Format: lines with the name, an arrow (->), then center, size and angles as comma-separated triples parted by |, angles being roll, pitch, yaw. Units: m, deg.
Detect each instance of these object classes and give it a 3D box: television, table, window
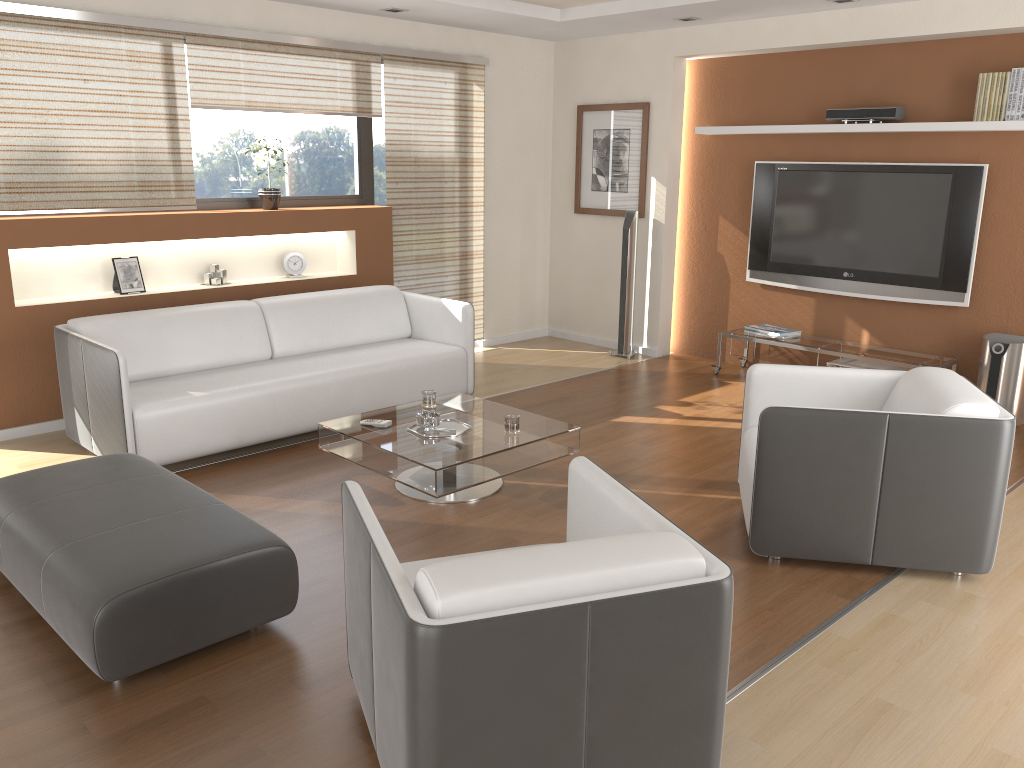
television -> 2.360, -1.056, 6.089 | 0.097, 0.900, 1.594 | -13, 20, -43
table -> -0.308, 0.343, 4.328 | 0.900, 0.300, 0.900 | -13, 20, -43
window -> -2.152, -1.655, 5.616 | 2.817, 0.986, 0.010 | -13, 20, -43
window -> -0.766, -1.415, 7.082 | 0.889, 2.162, 0.010 | -13, 20, -43

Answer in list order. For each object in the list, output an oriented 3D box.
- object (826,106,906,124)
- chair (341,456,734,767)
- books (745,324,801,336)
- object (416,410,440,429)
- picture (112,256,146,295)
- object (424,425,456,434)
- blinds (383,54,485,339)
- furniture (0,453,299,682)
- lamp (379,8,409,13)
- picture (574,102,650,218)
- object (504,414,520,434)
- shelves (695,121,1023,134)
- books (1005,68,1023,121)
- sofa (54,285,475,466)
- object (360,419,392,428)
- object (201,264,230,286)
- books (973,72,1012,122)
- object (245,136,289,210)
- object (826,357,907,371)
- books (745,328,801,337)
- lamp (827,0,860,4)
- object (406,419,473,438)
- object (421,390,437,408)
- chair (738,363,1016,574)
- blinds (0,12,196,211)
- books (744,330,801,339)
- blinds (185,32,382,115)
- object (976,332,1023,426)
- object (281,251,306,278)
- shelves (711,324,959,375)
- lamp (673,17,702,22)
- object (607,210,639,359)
object -> 2.333, -1.775, 5.869 | 0.182, 0.109, 0.470 | -13, 20, -43
chair -> 0.009, 0.622, 2.329 | 0.767, 0.661, 0.919 | -4, 15, -19
books -> 1.894, -0.398, 6.441 | 0.228, 0.017, 0.326 | -8, 17, -32
object -> -0.401, 0.168, 4.234 | 0.117, 0.079, 0.118 | -10, 18, -36
picture -> -2.333, -0.661, 5.379 | 0.133, 0.216, 0.159 | 12, 18, 39
object -> -0.336, 0.213, 4.150 | 0.147, 0.035, 0.051 | 0, 14, -3
blinds -> -0.576, -1.371, 6.891 | 0.980, 2.200, 0.001 | -13, 20, -43
furniture -> -1.397, 0.565, 3.192 | 0.685, 0.301, 1.291 | -13, 20, -43
lamp -> -0.793, -2.551, 5.951 | 0.146, 0.087, 0.146 | -13, 20, -43
picture -> 0.801, -1.821, 7.228 | 0.025, 0.884, 0.734 | -13, 20, -43
object -> 0.000, 0.189, 4.184 | 0.079, 0.077, 0.079 | 10, 17, 33
shelves -> 2.366, -1.691, 5.861 | 0.200, 0.050, 2.612 | -13, 20, -43
books -> 2.995, -1.695, 5.207 | 0.146, 0.295, 0.104 | -13, 20, -43
sofa -> -1.355, -0.136, 5.244 | 2.238, 0.661, 0.919 | -13, 20, -43
object -> -0.657, 0.185, 4.265 | 0.158, 0.029, 0.064 | 8, 16, 26
object -> -1.939, -0.718, 5.797 | 0.141, 0.131, 0.141 | 7, 15, 23
books -> 2.897, -1.710, 5.302 | 0.195, 0.275, 0.167 | -13, 20, -43
object -> -1.599, -1.398, 5.884 | 0.342, 0.477, 0.268 | 11, 17, 34
object -> 2.384, -0.102, 5.975 | 0.274, 0.052, 0.435 | -13, 20, -43
books -> 1.894, -0.385, 6.444 | 0.228, 0.017, 0.326 | -7, 16, -26
lamp -> 2.018, -2.373, 5.389 | 0.146, 0.087, 0.146 | -13, 20, -43
object -> -0.344, 0.210, 4.219 | 0.273, 0.011, 0.315 | -10, 18, -36
object -> -0.430, 0.078, 4.600 | 0.079, 0.077, 0.079 | 10, 17, 33
chair -> 1.452, 0.314, 3.702 | 0.919, 0.706, 0.767 | 3, 14, 10
blinds -> -2.480, -1.493, 4.933 | 1.432, 1.044, 0.001 | -13, 20, -43
books -> 1.894, -0.373, 6.447 | 0.228, 0.017, 0.326 | -12, 19, -40
blinds -> -1.444, -2.022, 5.840 | 1.432, 0.441, 0.001 | -13, 20, -43
object -> 3.004, -0.023, 5.444 | 0.323, 0.518, 0.286 | -13, 20, -43
object -> -1.521, -0.835, 6.186 | 0.160, 0.176, 0.096 | -7, 16, -28
shelves -> 2.192, -0.125, 6.209 | 0.444, 0.340, 1.617 | -13, 20, -43
lamp -> 1.225, -2.582, 6.174 | 0.146, 0.087, 0.146 | -13, 20, -43
object -> 0.934, -0.796, 7.116 | 0.228, 1.165, 0.215 | 13, 18, 39
